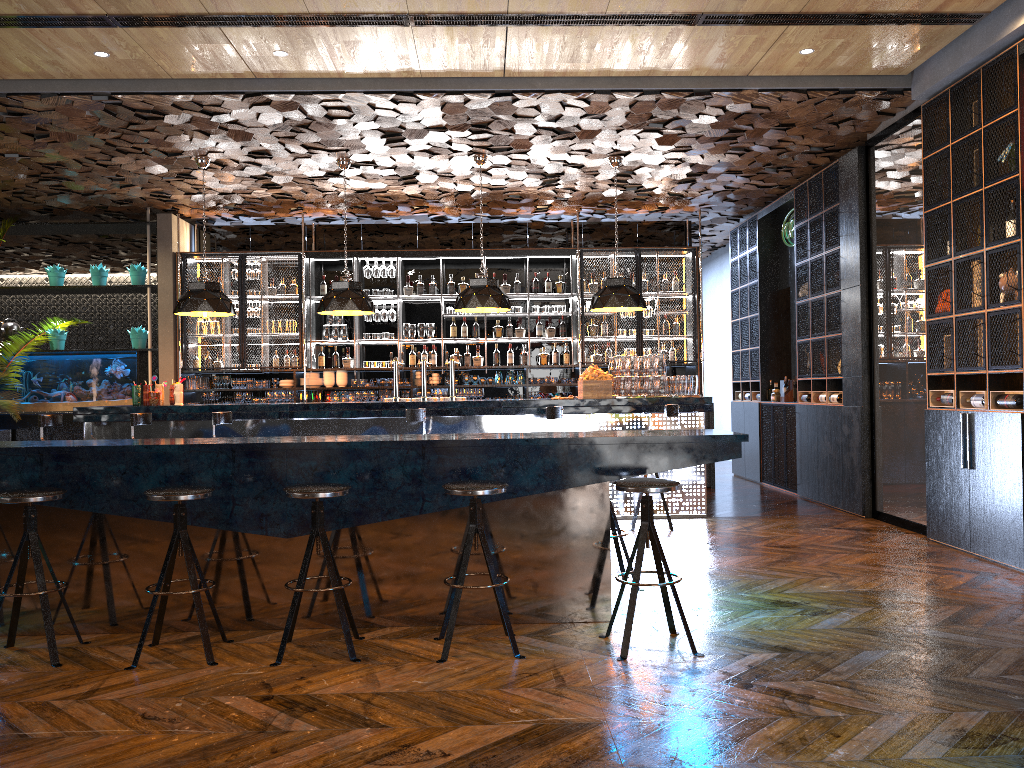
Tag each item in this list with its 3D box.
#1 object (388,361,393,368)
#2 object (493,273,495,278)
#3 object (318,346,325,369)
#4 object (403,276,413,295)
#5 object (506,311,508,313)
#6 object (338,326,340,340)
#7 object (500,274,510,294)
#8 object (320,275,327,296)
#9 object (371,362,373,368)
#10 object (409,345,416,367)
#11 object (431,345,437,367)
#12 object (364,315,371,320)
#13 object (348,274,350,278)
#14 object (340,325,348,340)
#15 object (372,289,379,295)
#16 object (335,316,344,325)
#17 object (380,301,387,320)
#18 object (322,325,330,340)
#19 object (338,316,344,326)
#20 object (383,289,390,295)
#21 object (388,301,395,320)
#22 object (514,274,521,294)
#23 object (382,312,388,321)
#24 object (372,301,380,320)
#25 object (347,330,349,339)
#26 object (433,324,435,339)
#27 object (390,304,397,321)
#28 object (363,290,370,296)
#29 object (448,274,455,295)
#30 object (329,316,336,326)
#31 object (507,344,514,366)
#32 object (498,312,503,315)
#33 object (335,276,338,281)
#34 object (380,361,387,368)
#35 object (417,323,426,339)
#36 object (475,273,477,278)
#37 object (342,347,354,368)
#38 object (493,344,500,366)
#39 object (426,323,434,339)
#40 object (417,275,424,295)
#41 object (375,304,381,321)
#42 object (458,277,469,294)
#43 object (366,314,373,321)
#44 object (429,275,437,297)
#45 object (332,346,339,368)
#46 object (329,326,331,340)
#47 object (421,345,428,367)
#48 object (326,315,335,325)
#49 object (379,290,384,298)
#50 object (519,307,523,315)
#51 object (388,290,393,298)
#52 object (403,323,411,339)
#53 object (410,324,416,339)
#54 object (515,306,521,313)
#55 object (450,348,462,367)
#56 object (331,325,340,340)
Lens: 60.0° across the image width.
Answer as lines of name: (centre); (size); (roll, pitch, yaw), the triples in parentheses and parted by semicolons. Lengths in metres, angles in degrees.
object: (-1.576, -0.253, 11.571); (0.089, 0.092, 0.089); (-1, 0, 9)
object: (-0.233, -1.312, 11.668); (0.086, 0.298, 0.086); (-1, -1, -43)
object: (-2.490, -0.342, 11.589); (0.086, 0.299, 0.086); (-1, -1, -43)
object: (-1.361, -1.278, 11.627); (0.123, 0.279, 0.123); (-1, 0, -13)
object: (-0.045, -0.968, 11.734); (0.089, 0.092, 0.089); (-1, 0, -2)
object: (-2.317, -0.665, 11.692); (0.105, 0.209, 0.105); (-1, -1, 43)
object: (-0.091, -1.304, 11.651); (0.123, 0.279, 0.123); (-1, 0, -13)
object: (-2.471, -1.278, 11.623); (0.086, 0.298, 0.086); (-1, -1, -43)
object: (-1.817, -0.248, 11.711); (0.089, 0.092, 0.089); (-1, 0, -30)
object: (-1.305, -0.360, 11.626); (0.086, 0.299, 0.086); (-1, -1, -43)
object: (-1.030, -0.366, 11.636); (0.086, 0.298, 0.086); (-1, -1, -43)
object: (-1.877, -0.951, 11.516); (0.092, 0.244, 0.092); (-1, -1, -41)
object: (-2.137, -1.283, 11.605); (0.086, 0.299, 0.086); (-1, -1, -43)
object: (-2.191, -0.668, 11.574); (0.105, 0.209, 0.105); (-1, -1, 43)
object: (-1.782, -1.185, 11.588); (0.089, 0.092, 0.089); (-1, -1, -34)
object: (-2.255, -0.876, 11.594); (0.105, 0.209, 0.105); (-1, -1, 43)
object: (-1.668, -0.954, 11.522); (0.092, 0.244, 0.092); (-1, -1, -41)
object: (-2.425, -0.664, 11.579); (0.105, 0.209, 0.105); (-1, -1, 43)
object: (-2.262, -0.875, 11.685); (0.105, 0.209, 0.105); (-1, -1, 43)
object: (-1.637, -1.187, 11.542); (0.089, 0.092, 0.089); (-1, -1, -34)
object: (-1.564, -0.956, 11.526); (0.092, 0.244, 0.092); (-1, -1, -41)
object: (0.069, -1.309, 11.670); (0.083, 0.282, 0.083); (-1, 0, -2)
object: (-1.673, -0.953, 11.687); (0.092, 0.244, 0.092); (-1, -1, -41)
object: (-1.767, -0.952, 11.519); (0.092, 0.244, 0.092); (-1, -1, -41)
object: (-2.208, -0.667, 11.685); (0.105, 0.209, 0.105); (-1, -1, 43)
object: (-1.065, -0.685, 11.679); (0.105, 0.209, 0.105); (-1, -1, 43)
object: (-1.570, -0.954, 11.690); (0.092, 0.244, 0.092); (-1, -1, -41)
object: (-1.903, -1.183, 11.607); (0.089, 0.092, 0.089); (-1, -1, -34)
object: (-0.799, -1.295, 11.643); (0.083, 0.282, 0.083); (-1, 0, -17)
object: (-2.380, -0.873, 11.693); (0.105, 0.209, 0.105); (-1, -1, 43)
object: (-0.021, -0.381, 11.667); (0.086, 0.298, 0.086); (-1, -1, -43)
object: (-0.161, -0.966, 11.768); (0.089, 0.092, 0.089); (-1, -1, 38)
object: (-2.291, -1.270, 11.583); (0.123, 0.279, 0.123); (-1, 0, -13)
object: (-1.684, -0.251, 11.630); (0.089, 0.092, 0.089); (-1, 0, 9)
object: (-1.182, -0.684, 11.591); (0.105, 0.209, 0.105); (-1, -1, 43)
object: (-0.467, -1.307, 11.667); (0.086, 0.298, 0.086); (-1, -1, -43)
object: (-2.141, -0.338, 11.580); (0.123, 0.279, 0.123); (-1, 0, 12)
object: (-0.201, -0.379, 11.629); (0.086, 0.297, 0.086); (-1, -1, 32)
object: (-1.073, -0.686, 11.571); (0.105, 0.209, 0.105); (-1, -1, 43)
object: (-1.204, -1.282, 11.631); (0.083, 0.282, 0.083); (-1, 0, -17)
object: (-1.772, -0.951, 11.684); (0.092, 0.244, 0.092); (-1, -1, -41)
object: (-0.638, -1.280, 11.647); (0.151, 0.248, 0.094); (-1, 0, 2)
object: (-1.882, -0.949, 11.681); (0.092, 0.244, 0.092); (-1, -1, -41)
object: (-1.037, -1.285, 11.636); (0.083, 0.282, 0.083); (-1, 0, 13)
object: (-2.298, -0.346, 11.564); (0.086, 0.297, 0.086); (-1, -1, 32)
object: (-2.440, -0.663, 11.695); (0.105, 0.209, 0.105); (-1, -1, 43)
object: (-1.149, -0.364, 11.656); (0.086, 0.298, 0.086); (-1, -1, -43)
object: (-2.371, -0.874, 11.581); (0.105, 0.209, 0.105); (-1, -1, 43)
object: (-1.736, -1.185, 11.712); (0.089, 0.092, 0.089); (-1, 0, 9)
object: (0.099, -0.970, 11.767); (0.089, 0.092, 0.089); (-1, 0, -27)
object: (-1.612, -1.186, 11.727); (0.089, 0.092, 0.089); (-1, -1, -34)
object: (-1.372, -0.681, 11.558); (0.105, 0.209, 0.105); (-1, -1, 43)
object: (-1.312, -0.681, 11.675); (0.105, 0.209, 0.105); (-1, -1, 43)
object: (0.079, -0.970, 11.627); (0.089, 0.092, 0.089); (-1, -1, 43)
object: (-0.738, -0.344, 11.637); (0.151, 0.248, 0.094); (-1, 0, -13)
object: (-2.307, -0.666, 11.583); (0.105, 0.209, 0.105); (-1, -1, 43)
